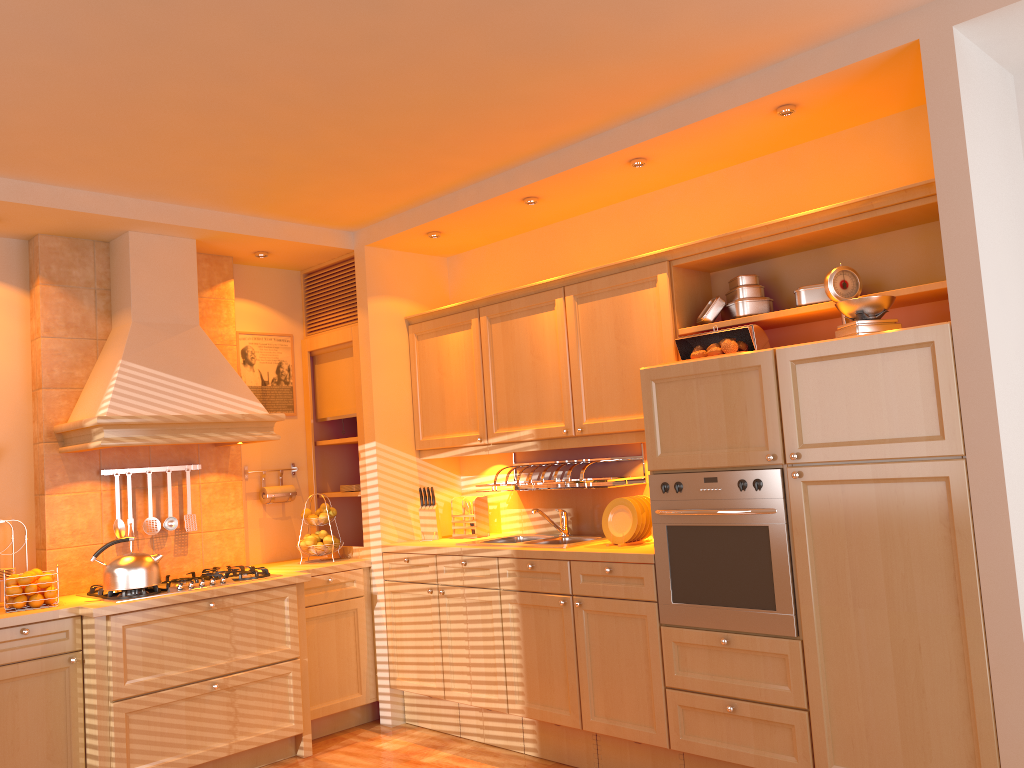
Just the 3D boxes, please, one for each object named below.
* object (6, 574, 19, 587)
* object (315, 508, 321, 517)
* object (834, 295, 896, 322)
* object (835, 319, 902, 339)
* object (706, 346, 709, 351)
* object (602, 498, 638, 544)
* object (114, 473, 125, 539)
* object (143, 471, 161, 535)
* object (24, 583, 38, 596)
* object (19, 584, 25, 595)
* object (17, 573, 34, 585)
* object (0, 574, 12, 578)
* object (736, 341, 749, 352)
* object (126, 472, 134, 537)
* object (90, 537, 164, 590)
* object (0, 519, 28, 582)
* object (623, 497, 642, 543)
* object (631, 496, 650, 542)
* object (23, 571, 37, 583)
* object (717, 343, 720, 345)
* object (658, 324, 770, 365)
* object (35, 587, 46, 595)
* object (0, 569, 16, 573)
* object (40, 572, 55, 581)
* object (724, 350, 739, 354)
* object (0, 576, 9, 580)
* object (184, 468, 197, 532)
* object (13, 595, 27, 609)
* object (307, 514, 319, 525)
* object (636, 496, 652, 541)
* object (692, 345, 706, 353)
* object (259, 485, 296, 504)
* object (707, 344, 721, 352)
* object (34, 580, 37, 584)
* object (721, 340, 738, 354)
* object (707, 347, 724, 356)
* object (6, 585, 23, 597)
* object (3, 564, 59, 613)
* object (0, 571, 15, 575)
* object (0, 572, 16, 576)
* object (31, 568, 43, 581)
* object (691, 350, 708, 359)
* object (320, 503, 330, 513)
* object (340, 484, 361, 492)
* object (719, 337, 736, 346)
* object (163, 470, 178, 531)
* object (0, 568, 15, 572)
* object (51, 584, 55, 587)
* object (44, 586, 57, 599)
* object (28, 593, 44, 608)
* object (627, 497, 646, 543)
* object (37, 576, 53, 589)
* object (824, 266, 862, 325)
[{"bbox_3d":[-2.122,0.839,3.775,0.057,0.060,0.052,-3,-5,-7],"label":"object"},{"bbox_3d":[-1.075,0.718,4.953,0.050,0.051,0.051,-2,-5,-21],"label":"object"},{"bbox_3d":[1.222,-0.249,3.061,0.199,0.075,0.199,-5,-5,14],"label":"object"},{"bbox_3d":[1.226,-0.186,3.056,0.179,0.053,0.156,-3,-5,-11],"label":"object"},{"bbox_3d":[0.826,-0.129,3.611,0.069,0.061,0.037,-7,-5,28],"label":"object"},{"bbox_3d":[0.477,0.607,3.931,0.049,0.200,0.205,1,-7,-43],"label":"object"},{"bbox_3d":[-1.914,0.593,4.318,0.055,0.323,0.028,1,-7,-45],"label":"object"},{"bbox_3d":[-1.805,0.594,4.435,0.090,0.320,0.017,1,-7,-45],"label":"object"},{"bbox_3d":[-2.053,0.876,3.785,0.052,0.053,0.062,-2,-5,-23],"label":"object"},{"bbox_3d":[-2.106,0.878,3.806,0.051,0.053,0.064,-5,-5,8],"label":"object"},{"bbox_3d":[-2.070,0.831,3.773,0.063,0.051,0.053,0,-6,-37],"label":"object"},{"bbox_3d":[-2.321,0.859,3.925,0.172,0.011,0.163,-5,-5,14],"label":"object"},{"bbox_3d":[0.906,-0.143,3.507,0.066,0.058,0.065,-8,-6,37],"label":"object"},{"bbox_3d":[-1.881,0.593,4.367,0.028,0.319,0.006,1,-7,-45],"label":"object"},{"bbox_3d":[-1.709,0.794,3.977,0.242,0.215,0.251,-7,-6,32],"label":"object"},{"bbox_3d":[-2.416,0.799,3.855,0.572,0.379,0.221,1,-7,-45],"label":"object"},{"bbox_3d":[0.498,0.607,3.950,0.049,0.200,0.205,1,-7,-43],"label":"object"},{"bbox_3d":[0.540,0.607,3.987,0.049,0.200,0.205,1,-7,-43],"label":"object"},{"bbox_3d":[-2.084,0.834,3.831,0.063,0.053,0.051,-5,-5,6],"label":"object"},{"bbox_3d":[0.845,-0.135,3.561,0.061,0.063,0.066,0,-6,-38],"label":"object"},{"bbox_3d":[0.823,-0.151,3.551,0.280,0.123,0.400,1,-7,-44],"label":"object"},{"bbox_3d":[-2.045,0.895,3.853,0.062,0.053,0.051,-5,-5,13],"label":"object"},{"bbox_3d":[-2.323,0.840,3.926,0.172,0.011,0.163,-5,-5,14],"label":"object"},{"bbox_3d":[-2.033,0.849,3.879,0.063,0.053,0.051,-6,-5,18],"label":"object"},{"bbox_3d":[0.854,-0.129,3.481,0.062,0.036,0.065,0,-6,-42],"label":"object"},{"bbox_3d":[-2.321,0.866,3.924,0.172,0.011,0.163,-5,-5,14],"label":"object"},{"bbox_3d":[-1.662,0.597,4.575,0.061,0.323,0.020,1,-7,-45],"label":"object"},{"bbox_3d":[-2.083,0.922,3.755,0.052,0.057,0.060,-5,-5,7],"label":"object"},{"bbox_3d":[-1.103,0.752,4.915,0.064,0.058,0.063,-5,-5,11],"label":"object"},{"bbox_3d":[0.561,0.607,4.006,0.049,0.200,0.205,1,-7,-43],"label":"object"},{"bbox_3d":[0.761,-0.124,3.616,0.069,0.064,0.055,0,-6,-40],"label":"object"},{"bbox_3d":[-1.338,0.630,5.068,0.186,0.094,0.096,1,-7,-44],"label":"object"},{"bbox_3d":[0.807,-0.132,3.528,0.065,0.056,0.056,-7,-6,29],"label":"object"},{"bbox_3d":[-2.102,0.870,3.866,0.061,0.051,0.055,-4,-5,-1],"label":"object"},{"bbox_3d":[0.845,-0.142,3.442,0.066,0.064,0.045,-5,-5,6],"label":"object"},{"bbox_3d":[0.796,-0.126,3.470,0.062,0.036,0.065,-1,-6,-32],"label":"object"},{"bbox_3d":[-2.103,0.875,3.748,0.063,0.051,0.053,-2,-5,-26],"label":"object"},{"bbox_3d":[-2.080,0.877,3.838,0.207,0.174,0.189,-1,-6,-30],"label":"object"},{"bbox_3d":[-2.322,0.846,3.926,0.172,0.011,0.163,-5,-5,14],"label":"object"},{"bbox_3d":[-2.322,0.853,3.925,0.172,0.011,0.163,-5,-5,14],"label":"object"},{"bbox_3d":[-2.095,0.843,3.906,0.059,0.060,0.050,-4,-5,5],"label":"object"},{"bbox_3d":[0.746,-0.116,3.527,0.069,0.034,0.066,-2,-5,-27],"label":"object"},{"bbox_3d":[-1.039,0.689,4.923,0.055,0.059,0.058,-4,-5,1],"label":"object"},{"bbox_3d":[-0.894,0.608,5.199,0.222,0.039,0.222,-1,-5,-28],"label":"object"},{"bbox_3d":[0.853,-0.163,3.507,0.061,0.047,0.063,-4,-5,3],"label":"object"},{"bbox_3d":[-1.750,0.591,4.515,0.037,0.309,0.077,-9,-7,44],"label":"object"},{"bbox_3d":[-2.323,0.833,3.927,0.172,0.011,0.163,-5,-5,14],"label":"object"},{"bbox_3d":[-2.023,0.899,3.875,0.051,0.055,0.061,-3,-5,-16],"label":"object"},{"bbox_3d":[-1.985,0.899,3.816,0.052,0.054,0.061,-2,-5,-18],"label":"object"},{"bbox_3d":[-2.036,0.927,3.794,0.074,0.063,0.064,-6,-5,25],"label":"object"},{"bbox_3d":[0.519,0.607,3.969,0.049,0.200,0.205,1,-7,-43],"label":"object"},{"bbox_3d":[-2.015,0.855,3.823,0.053,0.052,0.061,-6,-5,18],"label":"object"},{"bbox_3d":[1.197,-0.288,3.185,0.134,0.271,0.039,-3,-5,-11],"label":"object"}]
